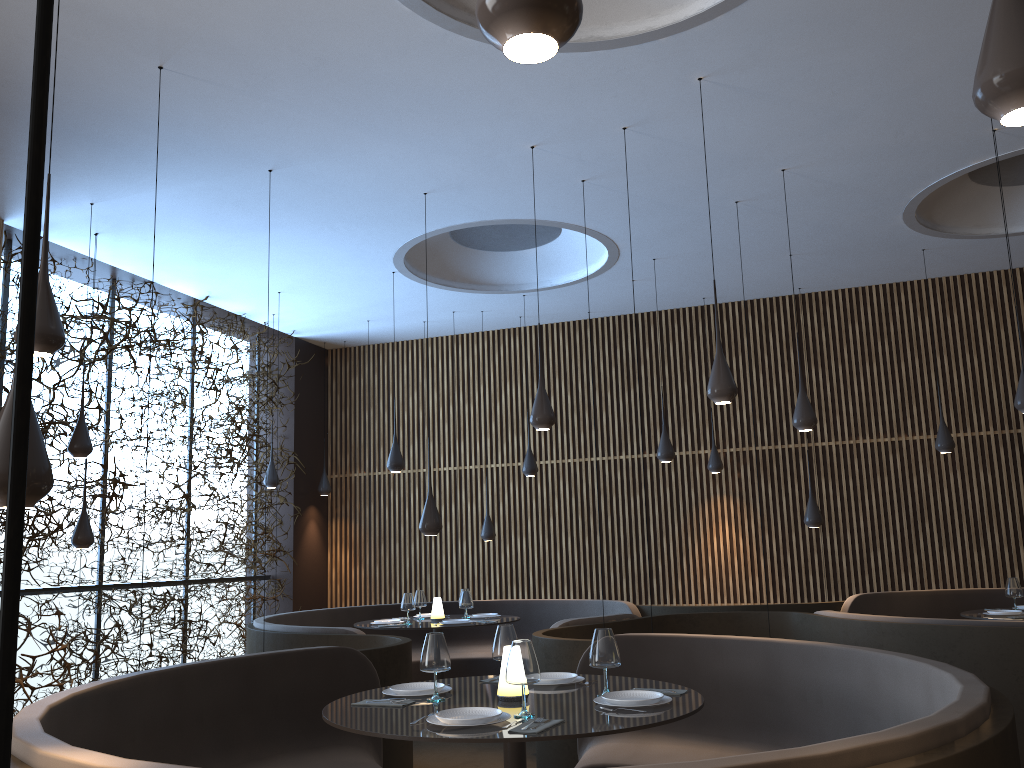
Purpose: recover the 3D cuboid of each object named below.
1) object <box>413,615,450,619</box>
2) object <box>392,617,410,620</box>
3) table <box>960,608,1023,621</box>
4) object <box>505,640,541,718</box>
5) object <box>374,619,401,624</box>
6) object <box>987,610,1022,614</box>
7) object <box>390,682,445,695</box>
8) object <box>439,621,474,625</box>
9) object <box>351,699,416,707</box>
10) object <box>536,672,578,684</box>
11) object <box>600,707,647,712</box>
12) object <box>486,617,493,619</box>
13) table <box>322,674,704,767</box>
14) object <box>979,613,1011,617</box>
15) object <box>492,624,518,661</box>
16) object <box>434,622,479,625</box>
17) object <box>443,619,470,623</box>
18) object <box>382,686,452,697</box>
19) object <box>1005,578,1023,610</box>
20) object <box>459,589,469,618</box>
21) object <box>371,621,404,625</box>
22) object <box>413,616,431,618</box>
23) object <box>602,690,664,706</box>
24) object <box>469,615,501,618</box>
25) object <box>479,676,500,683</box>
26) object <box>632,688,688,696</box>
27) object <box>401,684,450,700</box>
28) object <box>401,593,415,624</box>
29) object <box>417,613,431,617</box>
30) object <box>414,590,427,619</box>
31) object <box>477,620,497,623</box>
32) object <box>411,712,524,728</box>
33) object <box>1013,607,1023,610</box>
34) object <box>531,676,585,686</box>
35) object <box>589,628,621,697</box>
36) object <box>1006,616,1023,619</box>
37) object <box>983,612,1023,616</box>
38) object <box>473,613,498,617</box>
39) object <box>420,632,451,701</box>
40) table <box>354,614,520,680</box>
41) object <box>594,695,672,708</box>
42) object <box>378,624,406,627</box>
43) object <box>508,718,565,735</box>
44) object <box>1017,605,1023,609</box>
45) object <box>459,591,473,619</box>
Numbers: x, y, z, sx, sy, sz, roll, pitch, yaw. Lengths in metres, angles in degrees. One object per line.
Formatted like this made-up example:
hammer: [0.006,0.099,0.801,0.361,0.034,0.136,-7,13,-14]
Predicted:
object: [-0.884,2.486,9.475,0.411,0.012,0.205,4,-12,-29]
object: [-1.169,2.479,9.361,0.126,0.017,0.263,3,-12,-25]
table: [4.707,2.427,7.349,1.672,1.019,1.679,-3,-11,8]
object: [0.045,1.187,3.577,0.142,0.294,0.142,2,-10,-20]
object: [-1.226,2.344,8.734,0.263,0.029,0.264,6,-13,-35]
object: [4.164,1.933,7.491,0.263,0.029,0.264,-7,-12,25]
object: [-0.451,1.457,4.230,0.263,0.029,0.264,1,-11,-15]
object: [-0.532,2.282,8.474,0.332,0.014,0.333,-3,-11,5]
object: [-0.574,1.425,3.955,0.262,0.017,0.127,-6,-12,20]
object: [0.199,1.476,4.441,0.263,0.029,0.264,-5,-11,14]
object: [0.512,1.347,3.762,0.204,0.012,0.412,-6,-12,20]
object: [-0.275,2.408,9.169,0.204,0.012,0.412,2,-11,-19]
table: [0.022,1.914,3.881,1.674,1.019,1.677,-8,-12,28]
object: [4.163,1.944,7.494,0.204,0.012,0.412,0,-11,-8]
object: [-0.028,1.345,4.392,0.142,0.294,0.142,-10,-13,39]
object: [-0.536,2.283,8.471,0.411,0.012,0.205,3,-12,-25]
object: [-0.532,2.272,8.475,0.263,0.029,0.264,-7,-12,24]
object: [-0.451,1.466,4.229,0.332,0.014,0.333,-7,-12,26]
object: [4.411,1.852,7.786,0.142,0.294,0.142,6,-13,-40]
object: [-0.489,2.300,9.299,0.142,0.294,0.142,3,-11,-28]
object: [-1.226,2.354,8.732,0.332,0.014,0.333,-5,-11,16]
object: [-0.888,2.484,9.472,0.332,0.014,0.333,-5,-11,16]
object: [0.513,1.338,3.769,0.263,0.029,0.264,-9,-13,34]
object: [-0.277,2.407,9.173,0.332,0.014,0.333,-3,-11,4]
object: [-0.053,1.532,4.602,0.126,0.017,0.262,-8,-12,29]
object: [0.657,1.400,4.029,0.262,0.017,0.127,-7,-12,24]
object: [-0.450,1.469,4.233,0.204,0.012,0.412,-5,-11,16]
object: [-1.016,2.195,8.665,0.142,0.294,0.142,-4,-10,13]
object: [-0.888,2.475,9.474,0.263,0.029,0.264,-4,-11,10]
object: [-0.963,2.310,9.275,0.142,0.294,0.142,-5,-10,19]
object: [-0.243,2.297,8.562,0.126,0.017,0.263,2,-12,-21]
object: [-0.173,1.314,3.471,0.411,0.012,0.205,-6,-12,21]
object: [4.672,2.013,7.943,0.332,0.014,0.333,5,-13,-32]
object: [0.199,1.486,4.439,0.332,0.014,0.332,-10,-13,36]
object: [0.419,1.256,4.001,0.142,0.294,0.142,0,-10,-10]
object: [4.164,1.892,7.190,0.262,0.017,0.127,-1,-11,-4]
object: [4.164,1.942,7.490,0.332,0.014,0.333,-3,-11,6]
object: [-0.278,2.398,9.175,0.263,0.029,0.264,-3,-11,7]
object: [-0.350,1.289,4.047,0.142,0.294,0.142,1,-10,-14]
table: [-0.735,2.896,8.883,1.672,1.019,1.679,2,-11,-20]
object: [0.514,1.347,3.767,0.332,0.014,0.333,-8,-12,27]
object: [-1.144,2.303,8.444,0.262,0.017,0.127,2,-11,-19]
object: [0.094,1.283,3.322,0.126,0.017,0.263,-7,-12,25]
object: [4.672,2.003,7.944,0.263,0.029,0.264,6,-13,-35]
object: [-0.450,2.185,8.710,0.142,0.294,0.142,-4,-10,11]
